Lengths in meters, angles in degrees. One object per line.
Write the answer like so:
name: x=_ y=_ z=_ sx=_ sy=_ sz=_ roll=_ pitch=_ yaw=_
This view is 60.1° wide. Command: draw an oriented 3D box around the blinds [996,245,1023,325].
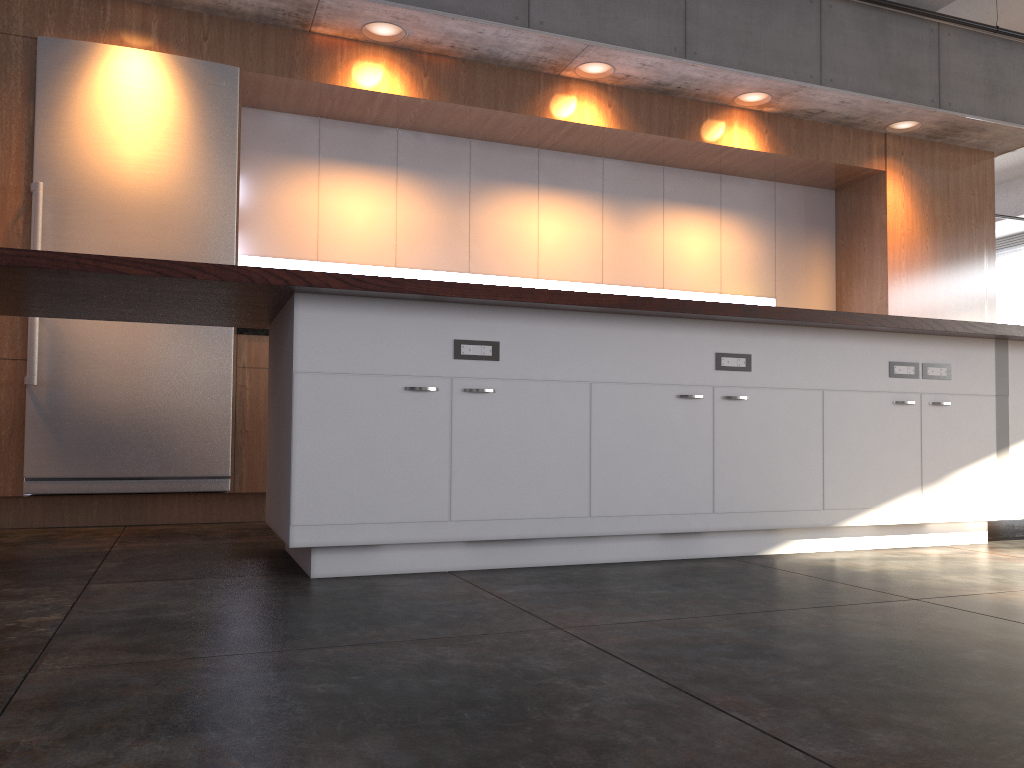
blinds: x=8.353 y=-0.684 z=15.125 sx=0.319 sy=3.710 sz=1.010 roll=1 pitch=-3 yaw=-22

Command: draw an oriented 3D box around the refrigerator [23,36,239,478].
refrigerator: x=-1.948 y=-0.617 z=4.589 sx=0.972 sy=2.189 sz=0.216 roll=2 pitch=-3 yaw=-25

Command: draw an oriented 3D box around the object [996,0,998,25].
object: x=0.540 y=-0.336 z=5.949 sx=0.052 sy=0.060 sz=0.057 roll=0 pitch=-3 yaw=2

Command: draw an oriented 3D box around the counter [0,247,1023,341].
counter: x=1.235 y=0.236 z=4.040 sx=6.755 sy=0.970 sz=1.126 roll=2 pitch=-3 yaw=-22

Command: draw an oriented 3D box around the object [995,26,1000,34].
object: x=-5.985 y=0.122 z=5.024 sx=13.296 sy=1.213 sz=0.942 roll=1 pitch=-3 yaw=-11

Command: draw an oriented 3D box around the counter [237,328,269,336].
counter: x=0.355 y=-0.174 z=6.313 sx=4.527 sy=0.039 sz=1.585 roll=2 pitch=-4 yaw=-22

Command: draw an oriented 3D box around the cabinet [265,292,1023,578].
cabinet: x=1.814 y=0.284 z=4.261 sx=5.732 sy=0.929 sz=0.909 roll=2 pitch=-3 yaw=-22

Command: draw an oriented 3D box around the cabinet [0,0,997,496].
cabinet: x=-0.472 y=-0.591 z=6.399 sx=8.228 sy=2.560 sz=2.346 roll=2 pitch=-3 yaw=-22
